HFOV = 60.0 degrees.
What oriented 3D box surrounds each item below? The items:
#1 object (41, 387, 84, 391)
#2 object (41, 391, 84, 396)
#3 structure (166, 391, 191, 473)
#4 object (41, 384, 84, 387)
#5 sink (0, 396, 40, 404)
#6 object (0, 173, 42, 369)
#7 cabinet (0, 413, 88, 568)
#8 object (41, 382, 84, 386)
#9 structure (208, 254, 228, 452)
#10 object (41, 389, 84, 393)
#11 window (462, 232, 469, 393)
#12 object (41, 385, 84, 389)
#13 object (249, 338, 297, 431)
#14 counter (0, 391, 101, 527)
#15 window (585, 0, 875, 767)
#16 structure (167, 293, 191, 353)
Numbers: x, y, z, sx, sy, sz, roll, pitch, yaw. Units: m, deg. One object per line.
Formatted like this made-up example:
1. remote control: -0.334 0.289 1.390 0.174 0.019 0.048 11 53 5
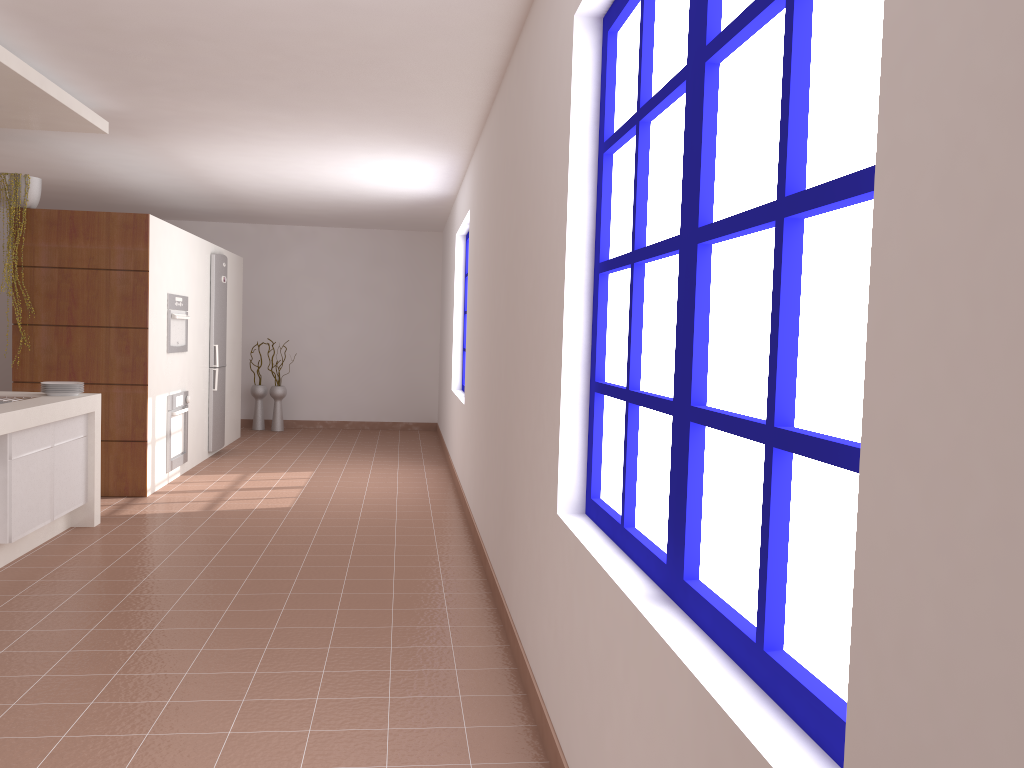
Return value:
1. object: -2.635 0.033 5.200 0.228 0.020 0.228 0 3 -25
2. object: -2.635 0.054 5.201 0.228 0.020 0.228 0 3 -25
3. structure: -2.665 0.369 7.099 0.058 0.592 0.596 1 3 -7
4. object: -2.634 0.013 5.199 0.228 0.020 0.228 0 3 -25
5. sink: -2.831 0.080 4.698 0.404 0.368 0.668 1 3 -7
6. object: -3.426 -0.777 6.144 0.279 1.344 0.297 5 4 42
7. cabinet: -2.781 0.562 4.251 0.737 0.700 2.048 1 3 -7
8. object: -2.634 0.003 5.198 0.228 0.020 0.228 0 3 -25
9. structure: -2.811 -0.307 8.535 0.089 1.862 0.604 1 3 -7
10. object: -2.635 0.044 5.200 0.228 0.020 0.228 0 3 -25
11. window: -0.325 -0.608 7.380 0.035 1.430 1.699 1 3 -7
12. object: -2.635 0.023 5.199 0.228 0.020 0.228 0 3 -25
13. object: -2.837 0.009 10.633 0.655 1.112 0.284 2 3 12
14. counter: -2.790 0.509 4.304 0.821 0.800 2.156 1 3 -7
15. window: 0.358 -0.283 1.732 0.035 1.430 1.699 1 3 -7
16. structure: -2.632 -0.478 7.051 0.056 0.454 0.614 1 3 -7
